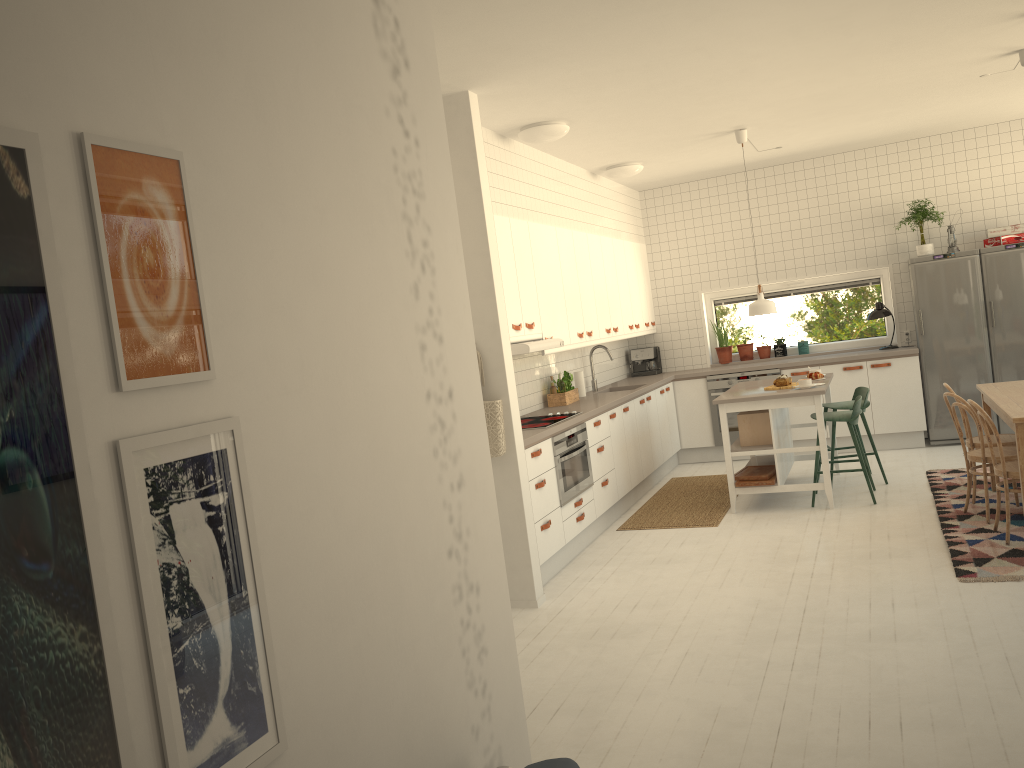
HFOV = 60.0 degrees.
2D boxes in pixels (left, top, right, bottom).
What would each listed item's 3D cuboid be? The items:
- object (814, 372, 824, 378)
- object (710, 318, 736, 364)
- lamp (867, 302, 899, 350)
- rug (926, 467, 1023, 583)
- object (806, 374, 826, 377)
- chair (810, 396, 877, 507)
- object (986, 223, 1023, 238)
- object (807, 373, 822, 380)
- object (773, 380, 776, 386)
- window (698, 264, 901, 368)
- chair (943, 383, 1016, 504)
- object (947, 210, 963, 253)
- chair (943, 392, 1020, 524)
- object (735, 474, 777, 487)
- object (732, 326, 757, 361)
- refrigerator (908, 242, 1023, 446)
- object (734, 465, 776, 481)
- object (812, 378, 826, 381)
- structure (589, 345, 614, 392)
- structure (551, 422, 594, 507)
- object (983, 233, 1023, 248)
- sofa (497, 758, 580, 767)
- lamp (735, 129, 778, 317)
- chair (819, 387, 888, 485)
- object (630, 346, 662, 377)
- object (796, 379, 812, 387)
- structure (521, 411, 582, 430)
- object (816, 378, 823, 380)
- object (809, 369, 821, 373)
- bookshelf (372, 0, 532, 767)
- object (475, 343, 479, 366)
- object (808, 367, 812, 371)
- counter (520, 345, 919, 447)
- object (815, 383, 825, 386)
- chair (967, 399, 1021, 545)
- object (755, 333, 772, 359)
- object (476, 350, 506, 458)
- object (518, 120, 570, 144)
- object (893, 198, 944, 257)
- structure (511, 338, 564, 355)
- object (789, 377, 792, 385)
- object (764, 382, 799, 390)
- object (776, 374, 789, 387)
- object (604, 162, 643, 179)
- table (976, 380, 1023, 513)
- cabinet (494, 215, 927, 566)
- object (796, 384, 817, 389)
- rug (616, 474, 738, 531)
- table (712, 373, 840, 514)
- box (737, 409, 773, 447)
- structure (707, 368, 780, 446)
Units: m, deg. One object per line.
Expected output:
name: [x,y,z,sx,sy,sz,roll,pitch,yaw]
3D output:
object: [2.476,-0.071,7.159,0.060,0.059,0.074,-8,3,-8]
object: [2.250,-0.468,9.418,0.300,0.499,0.334,-7,3,6]
lamp: [3.584,-0.566,8.608,0.262,0.465,0.239,-10,3,-39]
rug: [3.614,0.755,5.529,1.748,0.035,3.027,-6,3,23]
object: [2.506,-0.060,7.315,0.160,0.020,0.160,-7,3,19]
chair: [2.436,0.487,6.613,0.446,0.752,0.485,-6,3,22]
object: [4.498,-1.386,8.043,0.312,0.082,0.308,-6,4,35]
object: [2.424,-0.063,7.145,0.070,0.060,0.131,-9,3,-29]
object: [2.072,-0.023,6.896,0.079,0.067,0.074,-6,3,25]
window: [2.953,-0.687,9.187,1.897,0.816,0.294,-6,3,23]
chair: [3.222,0.370,5.990,0.483,0.810,0.386,-6,3,25]
object: [4.052,-1.399,8.131,0.154,0.383,0.163,-10,4,-45]
chair: [3.001,0.424,5.532,0.483,0.810,0.385,-7,3,5]
object: [1.865,0.714,6.716,0.280,0.030,0.431,-6,3,23]
object: [2.455,-0.430,9.354,0.258,0.369,0.234,-6,3,34]
refrigerator: [4.389,-0.356,8.193,1.145,1.777,0.559,-6,3,23]
object: [1.874,0.678,6.790,0.280,0.030,0.431,-6,3,31]
object: [2.443,-0.036,7.150,0.167,0.005,0.167,-7,3,18]
structure: [0.826,-0.150,8.144,0.236,0.421,0.063,-6,3,30]
structure: [0.125,0.559,6.076,0.704,0.447,0.682,-6,3,23]
object: [4.510,-1.304,8.043,0.309,0.082,0.312,-7,3,2]
sofa: [0.177,1.084,0.837,0.963,0.773,1.604,-6,3,23]
lamp: [1.888,-1.286,6.987,0.229,1.490,0.230,-6,3,23]
chair: [2.700,0.422,7.169,0.446,0.752,0.485,-7,3,8]
object: [1.411,-0.235,9.512,0.316,0.292,0.280,-6,3,24]
object: [2.174,-0.006,6.583,0.098,0.064,0.094,-9,3,-19]
structure: [0.131,0.273,6.037,0.504,0.057,0.764,-6,3,23]
object: [2.443,-0.039,7.154,0.122,0.005,0.120,-5,4,41]
object: [2.504,-0.087,7.317,0.094,0.060,0.098,-7,3,20]
bookshelf: [-0.440,0.036,1.899,0.710,2.899,0.249,-7,3,23]
object: [-0.344,-0.054,4.982,0.335,0.385,0.136,-6,3,23]
object: [2.489,-0.103,7.335,0.028,0.086,0.102,-9,3,-27]
counter: [1.735,0.084,6.982,2.855,0.163,4.847,-6,3,23]
object: [2.286,0.007,6.718,0.167,0.005,0.167,-7,3,18]
chair: [2.897,0.464,5.033,0.483,0.810,0.386,-7,3,20]
object: [2.639,-0.399,9.257,0.194,0.277,0.177,-8,3,-10]
object: [-0.262,0.123,5.006,0.439,0.612,0.093,-6,3,22]
object: [0.215,-1.679,5.961,0.351,0.101,0.351,-9,3,-25]
object: [3.811,-1.454,8.218,0.474,0.545,0.468,-6,3,36]
structure: [0.024,-0.243,6.042,0.482,0.073,0.681,-6,3,23]
object: [2.125,-0.024,6.871,0.083,0.057,0.072,-6,3,29]
object: [2.109,0.017,6.868,0.237,0.019,0.307,-5,4,39]
object: [2.073,-0.028,6.805,0.086,0.087,0.090,-6,3,30]
object: [0.994,-1.884,7.874,0.351,0.101,0.351,-9,3,-25]
table: [3.425,0.417,5.330,0.894,0.749,1.799,-6,3,23]
cabinet: [1.681,-0.310,6.965,2.852,2.159,4.847,-6,3,23]
object: [2.180,0.022,6.585,0.160,0.020,0.160,-8,3,-12]
rug: [1.493,0.953,7.367,0.749,0.004,2.001,-6,3,23]
table: [2.173,0.442,7.101,0.794,0.864,1.425,-6,3,23]
box: [1.889,0.325,6.814,0.237,0.242,0.357,-6,3,23]
structure: [2.438,0.208,9.051,0.705,0.710,0.704,-6,3,23]
